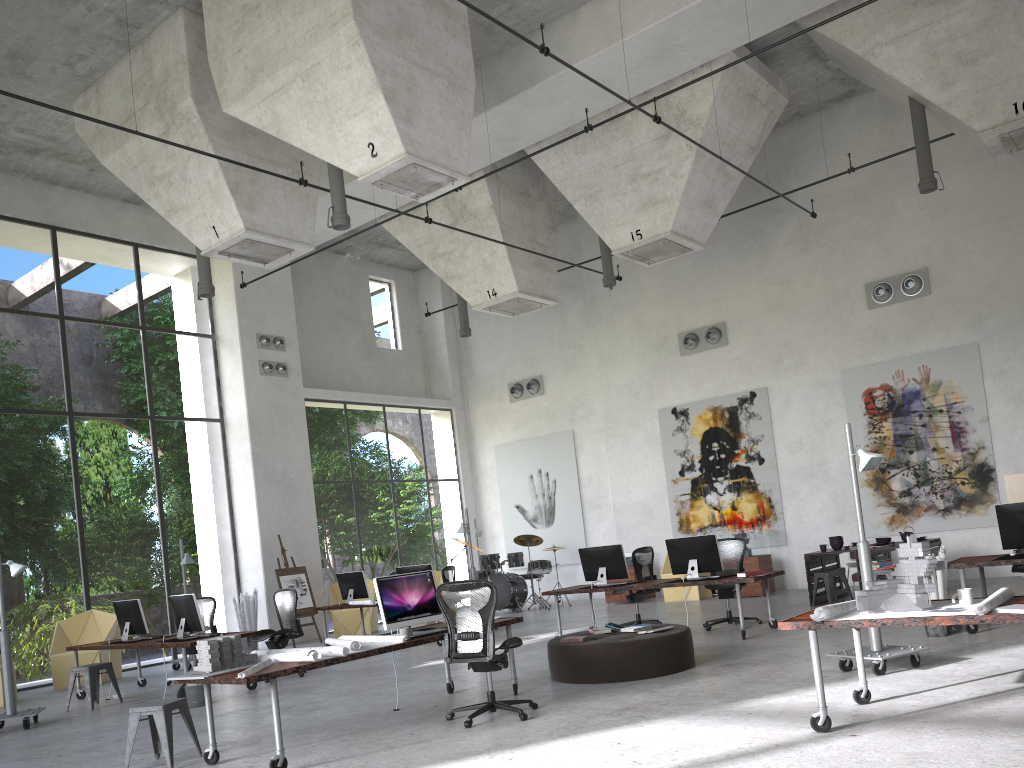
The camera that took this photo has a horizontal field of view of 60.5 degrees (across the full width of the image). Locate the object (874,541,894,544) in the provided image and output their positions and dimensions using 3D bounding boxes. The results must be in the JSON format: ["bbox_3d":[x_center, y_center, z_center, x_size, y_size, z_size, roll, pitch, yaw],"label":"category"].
[{"bbox_3d":[5.706,2.443,13.469,0.297,0.024,0.298,-9,-11,15],"label":"object"}]

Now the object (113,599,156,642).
[{"bbox_3d":[-5.114,3.204,11.951,0.724,0.548,0.376,-13,-8,39],"label":"object"}]

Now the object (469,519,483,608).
[{"bbox_3d":[-0.770,4.257,20.808,0.577,2.136,0.603,-6,-3,-17],"label":"object"}]

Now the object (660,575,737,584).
[{"bbox_3d":[2.400,2.495,11.215,0.860,0.008,0.688,-15,-13,39],"label":"object"}]

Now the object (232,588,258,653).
[{"bbox_3d":[-4.911,4.412,16.365,0.443,1.200,0.413,-8,-4,16],"label":"object"}]

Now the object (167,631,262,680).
[{"bbox_3d":[-2.239,2.071,6.817,0.438,0.302,0.740,-11,-10,27],"label":"object"}]

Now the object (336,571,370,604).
[{"bbox_3d":[-2.710,3.543,15.303,0.724,0.548,0.376,-13,-8,39],"label":"object"}]

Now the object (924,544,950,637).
[{"bbox_3d":[4.345,2.133,9.049,0.318,0.930,0.346,-4,-4,-34],"label":"object"}]

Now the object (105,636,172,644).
[{"bbox_3d":[-5.079,3.483,11.940,0.860,0.008,0.688,-15,-13,39],"label":"object"}]

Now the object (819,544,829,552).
[{"bbox_3d":[4.696,2.468,13.204,0.131,0.108,0.101,-11,-7,29],"label":"object"}]

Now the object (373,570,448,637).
[{"bbox_3d":[-0.880,1.996,7.998,0.382,0.548,0.714,-11,-8,39],"label":"object"}]

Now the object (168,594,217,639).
[{"bbox_3d":[-4.036,2.921,11.082,0.376,0.548,0.725,-2,-9,-45],"label":"object"}]

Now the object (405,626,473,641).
[{"bbox_3d":[-0.846,2.275,7.983,0.697,0.008,0.849,-15,-13,39],"label":"object"}]

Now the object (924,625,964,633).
[{"bbox_3d":[4.526,2.463,9.257,0.396,0.296,0.299,-5,-7,-8],"label":"object"}]

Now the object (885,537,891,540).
[{"bbox_3d":[5.701,2.395,13.473,0.232,0.062,0.229,-13,-12,33],"label":"object"}]

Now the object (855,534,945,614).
[{"bbox_3d":[2.498,1.236,5.661,0.360,0.516,0.501,-5,-6,-16],"label":"object"}]

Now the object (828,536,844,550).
[{"bbox_3d":[4.960,2.428,13.421,0.195,0.212,0.214,-11,-8,39],"label":"object"}]

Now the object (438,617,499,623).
[{"bbox_3d":[-0.421,2.267,8.493,0.441,0.085,0.470,-15,-13,41],"label":"object"}]

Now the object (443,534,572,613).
[{"bbox_3d":[-0.081,4.127,19.420,2.993,1.729,1.891,-10,-8,22],"label":"object"}]

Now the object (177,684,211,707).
[{"bbox_3d":[-3.654,3.559,10.134,0.401,0.296,0.295,-11,-8,31],"label":"object"}]

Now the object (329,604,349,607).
[{"bbox_3d":[-2.675,3.822,15.292,0.860,0.008,0.688,-15,-13,39],"label":"object"}]

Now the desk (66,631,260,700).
[{"bbox_3d":[-4.597,3.700,11.472,3.171,0.718,0.964,-14,-11,38],"label":"desk"}]

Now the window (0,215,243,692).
[{"bbox_3d":[-7.510,1.132,15.067,0.068,7.784,5.958,-9,-5,38],"label":"window"}]

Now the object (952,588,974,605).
[{"bbox_3d":[2.872,1.356,5.584,0.122,0.099,0.089,-3,-7,-23],"label":"object"}]

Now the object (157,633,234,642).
[{"bbox_3d":[-4.000,3.201,11.071,0.687,0.008,0.861,4,-15,-44],"label":"object"}]

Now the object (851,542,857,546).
[{"bbox_3d":[5.460,2.551,13.988,0.137,0.056,0.118,0,-11,-36],"label":"object"}]

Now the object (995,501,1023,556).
[{"bbox_3d":[5.326,1.442,8.848,0.724,0.548,0.376,-13,-8,39],"label":"object"}]

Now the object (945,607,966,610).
[{"bbox_3d":[2.743,1.387,5.430,0.127,0.010,0.011,-11,-8,24],"label":"object"}]

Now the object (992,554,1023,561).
[{"bbox_3d":[5.362,1.721,8.837,0.860,0.008,0.688,-15,-13,39],"label":"object"}]

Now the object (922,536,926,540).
[{"bbox_3d":[6.243,2.340,13.326,0.116,0.056,0.139,-6,-9,-1],"label":"object"}]

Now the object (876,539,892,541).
[{"bbox_3d":[5.702,2.407,13.468,0.231,0.062,0.230,-13,-12,33],"label":"object"}]

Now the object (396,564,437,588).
[{"bbox_3d":[-1.507,3.228,14.337,0.721,0.548,0.377,-11,-6,30],"label":"object"}]

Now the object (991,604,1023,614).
[{"bbox_3d":[2.926,1.291,5.041,0.199,0.023,0.239,-3,-11,-21],"label":"object"}]

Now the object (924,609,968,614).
[{"bbox_3d":[2.636,1.383,5.335,0.133,0.008,0.207,2,-13,-39],"label":"object"}]

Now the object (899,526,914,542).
[{"bbox_3d":[6.068,2.301,13.464,0.221,0.230,0.212,-11,-8,36],"label":"object"}]

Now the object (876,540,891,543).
[{"bbox_3d":[5.702,2.422,13.468,0.229,0.047,0.232,-6,-10,-2],"label":"object"}]

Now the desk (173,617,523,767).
[{"bbox_3d":[-1.200,2.600,7.585,0.986,0.717,3.133,-12,-11,37],"label":"desk"}]

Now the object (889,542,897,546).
[{"bbox_3d":[5.498,2.315,12.727,0.138,0.056,0.117,-9,-9,14],"label":"object"}]

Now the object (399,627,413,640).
[{"bbox_3d":[-0.910,2.156,7.594,0.122,0.099,0.089,-4,-7,-23],"label":"object"}]

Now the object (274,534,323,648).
[{"bbox_3d":[-4.155,3.884,16.596,0.692,2.127,0.692,-9,-4,39],"label":"object"}]

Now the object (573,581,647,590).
[{"bbox_3d":[1.340,2.772,12.067,0.860,0.008,0.688,-15,-13,39],"label":"object"}]

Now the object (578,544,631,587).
[{"bbox_3d":[1.305,2.493,12.078,0.724,0.548,0.376,-13,-8,39],"label":"object"}]

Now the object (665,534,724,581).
[{"bbox_3d":[2.365,2.216,11.227,0.724,0.548,0.376,-13,-8,39],"label":"object"}]

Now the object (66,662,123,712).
[{"bbox_3d":[-5.241,3.781,10.984,0.460,0.527,0.477,-9,-7,23],"label":"object"}]

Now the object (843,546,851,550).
[{"bbox_3d":[4.991,2.441,13.093,0.117,0.056,0.138,-10,-10,23],"label":"object"}]

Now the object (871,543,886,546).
[{"bbox_3d":[5.523,2.427,13.264,0.237,0.019,0.235,-13,-12,33],"label":"object"}]

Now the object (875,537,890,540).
[{"bbox_3d":[5.693,2.384,13.474,0.231,0.057,0.229,-14,-12,37],"label":"object"}]

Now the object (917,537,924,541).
[{"bbox_3d":[6.063,2.337,13.192,0.230,0.047,0.231,-9,-10,15],"label":"object"}]

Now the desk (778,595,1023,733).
[{"bbox_3d":[3.280,1.638,5.130,3.170,0.717,0.974,-14,-11,38],"label":"desk"}]

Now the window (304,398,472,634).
[{"bbox_3d":[-2.632,2.869,19.778,0.020,4.850,4.561,-9,-6,38],"label":"window"}]
